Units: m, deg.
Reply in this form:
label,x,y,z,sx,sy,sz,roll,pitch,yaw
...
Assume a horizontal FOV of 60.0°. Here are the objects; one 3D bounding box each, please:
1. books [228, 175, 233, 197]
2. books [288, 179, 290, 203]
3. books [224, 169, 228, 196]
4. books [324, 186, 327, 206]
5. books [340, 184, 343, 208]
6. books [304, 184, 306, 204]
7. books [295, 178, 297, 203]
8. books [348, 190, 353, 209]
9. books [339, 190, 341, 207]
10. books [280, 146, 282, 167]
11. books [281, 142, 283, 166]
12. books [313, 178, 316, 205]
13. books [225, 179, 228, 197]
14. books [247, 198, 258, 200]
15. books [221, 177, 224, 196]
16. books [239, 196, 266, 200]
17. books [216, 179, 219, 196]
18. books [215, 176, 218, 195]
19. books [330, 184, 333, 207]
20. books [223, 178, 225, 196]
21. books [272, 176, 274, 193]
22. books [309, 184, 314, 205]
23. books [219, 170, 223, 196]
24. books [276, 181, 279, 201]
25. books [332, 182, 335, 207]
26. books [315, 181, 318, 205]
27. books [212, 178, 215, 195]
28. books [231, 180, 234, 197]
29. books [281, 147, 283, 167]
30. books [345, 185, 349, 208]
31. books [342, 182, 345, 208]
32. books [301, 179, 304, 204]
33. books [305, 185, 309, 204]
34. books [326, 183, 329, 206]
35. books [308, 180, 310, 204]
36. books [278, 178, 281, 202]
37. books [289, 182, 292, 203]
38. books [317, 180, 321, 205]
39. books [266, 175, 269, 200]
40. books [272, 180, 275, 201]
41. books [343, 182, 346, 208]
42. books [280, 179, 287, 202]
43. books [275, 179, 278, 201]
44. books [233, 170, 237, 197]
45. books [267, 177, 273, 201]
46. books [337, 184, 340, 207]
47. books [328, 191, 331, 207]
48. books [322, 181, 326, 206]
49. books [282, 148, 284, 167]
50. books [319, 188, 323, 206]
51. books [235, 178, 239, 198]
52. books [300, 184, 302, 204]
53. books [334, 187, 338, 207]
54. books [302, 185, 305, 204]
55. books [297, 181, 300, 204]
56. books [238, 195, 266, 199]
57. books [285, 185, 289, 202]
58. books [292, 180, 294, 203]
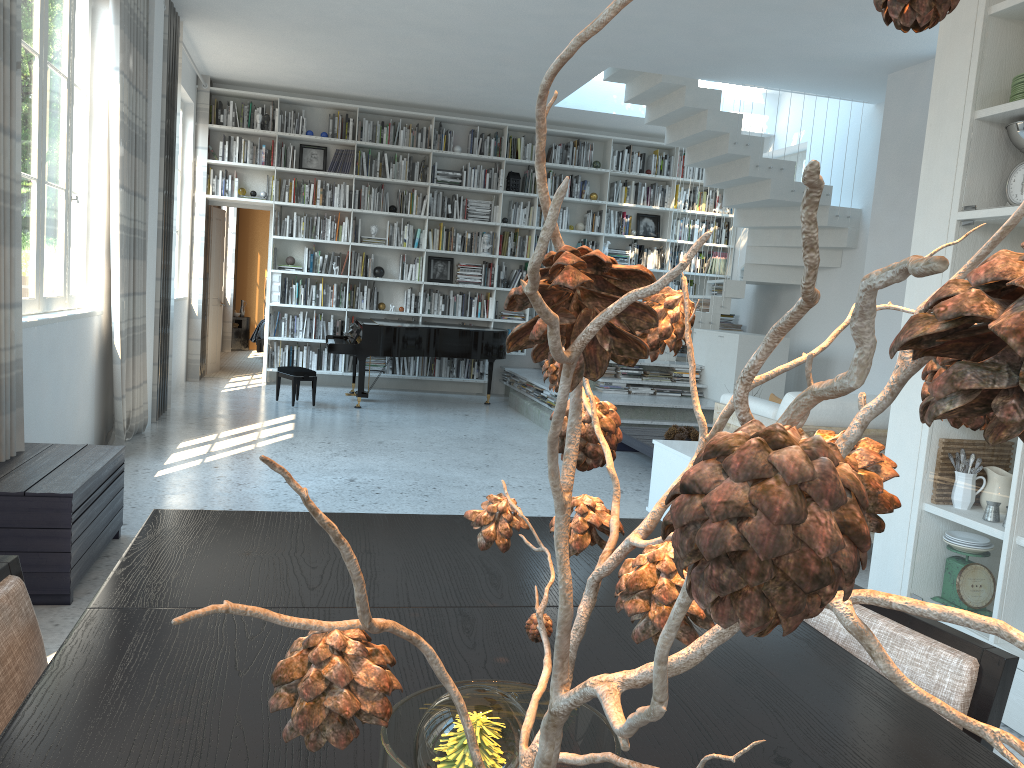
label,x,y,z,sx,sy,sz,roll,pitch,yaw
books,-3.068,-2.145,9.668,0.021,0.237,0.188,3,6,-13
books,-2.473,-2.128,9.831,0.010,0.263,0.150,3,7,-13
books,-3.117,-2.179,9.657,0.013,0.297,0.187,3,6,-13
books,-2.087,-2.092,9.916,0.013,0.232,0.171,3,6,-13
books,-1.920,-2.101,9.970,0.024,0.266,0.154,3,7,-13
books,-2.308,-2.102,9.871,0.011,0.229,0.170,3,6,-13
books,-2.397,-2.130,9.834,0.011,0.278,0.164,3,7,-13
books,-1.815,-2.059,9.954,0.039,0.202,0.235,3,6,-13
books,-1.939,-2.071,9.961,0.013,0.206,0.172,3,6,-13
books,-2.545,-2.486,9.769,0.005,0.238,0.153,3,6,-13
books,-2.533,-2.510,9.770,0.006,0.289,0.144,3,7,-13
books,-2.205,-2.135,9.896,0.014,0.304,0.151,3,7,-13
books,-3.106,-2.128,9.681,0.024,0.193,0.180,3,6,-13
books,-2.859,-2.026,9.766,0.254,0.012,0.160,3,6,-13
books,-3.157,-2.144,9.692,0.023,0.214,0.140,3,6,-13
books,-2.856,-2.037,9.758,0.285,0.012,0.159,3,6,-16
books,-3.206,-2.132,9.683,0.029,0.185,0.134,3,6,-13
books,-3.218,-2.147,9.652,0.010,0.220,0.181,3,6,-13
books,-2.025,-2.104,9.947,0.035,0.261,0.131,3,7,-13
books,-3.136,-2.136,9.677,0.011,0.206,0.163,3,6,-13
books,-2.641,-2.149,9.792,0.010,0.286,0.137,3,7,-13
books,-2.236,-2.103,9.890,0.047,0.238,0.162,3,6,-13
books,-3.173,-2.176,9.667,0.022,0.282,0.156,3,7,-13
books,-2.587,-2.120,9.806,0.022,0.233,0.151,3,6,-13
books,-1.998,-2.111,9.934,0.012,0.281,0.188,3,6,-13
books,-2.184,-2.115,9.884,0.023,0.271,0.186,3,6,-13
books,-3.239,-2.138,9.657,0.029,0.197,0.160,3,6,-13
books,-3.055,-2.126,9.716,0.029,0.191,0.134,3,6,-13
books,-2.525,-2.478,9.760,0.009,0.229,0.184,3,6,-13
books,-1.854,-2.094,9.966,0.035,0.264,0.177,3,6,-13
books,-1.895,-2.109,9.945,0.012,0.291,0.182,3,6,-13
books,-2.332,-2.128,9.868,0.012,0.277,0.150,3,7,-13
books,-2.286,-2.095,9.870,0.031,0.217,0.172,3,6,-13
books,-2.070,-2.106,9.933,0.029,0.261,0.157,3,6,-13
books,-2.263,-2.122,9.877,0.014,0.273,0.180,3,6,-13
books,-2.568,-2.133,9.800,0.012,0.263,0.180,3,6,-13
books,-2.454,-2.110,9.833,0.030,0.230,0.172,3,6,-13
books,-2.156,-2.121,9.884,0.030,0.286,0.185,3,6,-13
books,-2.694,-2.151,9.774,0.012,0.285,0.159,3,7,-13
books,-2.621,-2.114,9.764,0.021,0.225,0.231,3,6,-13
books,-1.882,-2.109,9.961,0.022,0.290,0.169,3,7,-13
books,-2.535,-2.130,9.824,0.062,0.258,0.152,3,7,-13
books,-2.605,-2.132,9.809,0.012,0.254,0.160,3,6,-13
books,-3.026,-2.176,9.695,0.013,0.299,0.178,3,7,-13
books,-2.672,-2.144,9.802,0.044,0.269,0.133,3,7,-13
books,-1.951,-2.099,9.941,0.022,0.263,0.174,3,6,-13
books,-2.048,-2.068,9.942,0.022,0.186,0.136,3,6,-13
books,-2.106,-2.120,9.920,0.025,0.286,0.161,3,7,-13
books,-2.517,-2.470,9.752,0.004,0.214,0.186,3,6,-13
books,-2.130,-2.074,9.893,0.029,0.195,0.191,3,6,-13
books,-3.006,-2.130,9.692,0.029,0.211,0.187,3,6,-13
books,-2.347,-2.106,9.871,0.012,0.231,0.149,3,6,-13
books,-1.978,-2.084,9.937,0.030,0.231,0.172,3,6,-13
books,-2.319,-2.097,9.862,0.014,0.218,0.164,3,6,-13
books,-2.374,-2.117,9.859,0.047,0.250,0.134,3,7,-13
books,-2.856,-2.049,9.759,0.285,0.012,0.159,3,6,-11
books,-2.490,-2.094,9.815,0.026,0.195,0.175,3,6,-13
books,-2.431,-2.120,9.835,0.014,0.253,0.187,3,6,-13
